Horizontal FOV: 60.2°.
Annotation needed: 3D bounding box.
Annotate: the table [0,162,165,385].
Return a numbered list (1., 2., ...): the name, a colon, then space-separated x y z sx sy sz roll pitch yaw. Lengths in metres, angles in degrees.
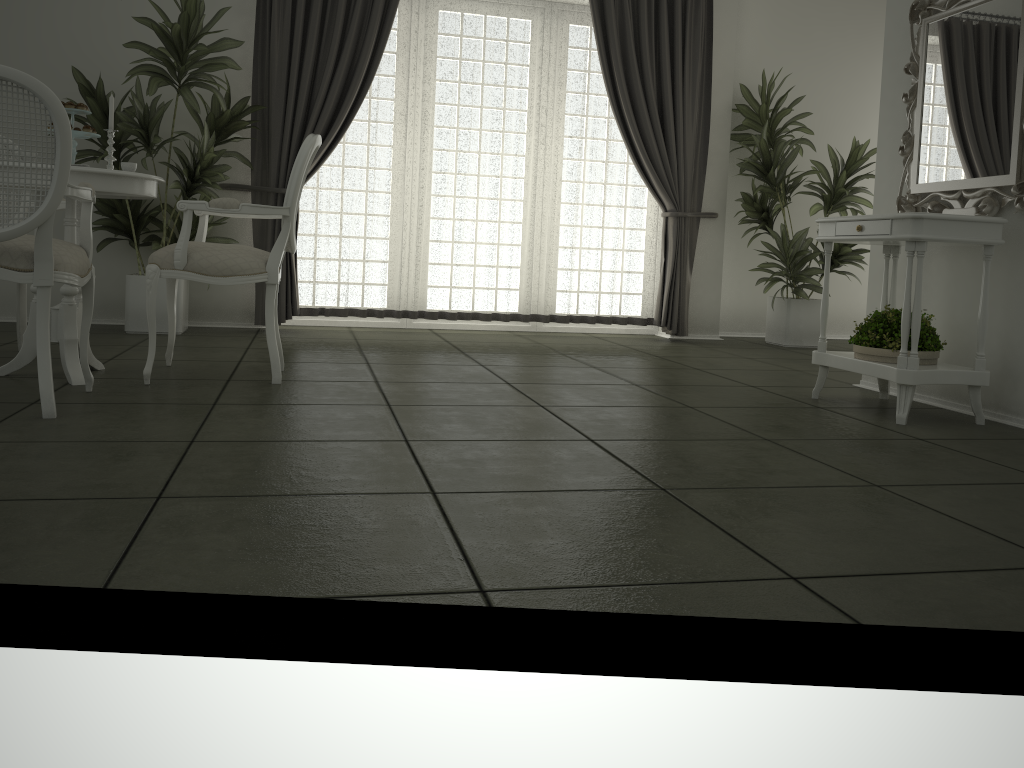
1. table: -1.813 -0.443 3.579 0.739 0.825 0.746 1 5 -16

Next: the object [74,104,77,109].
1. object: -1.784 -1.126 3.608 0.039 0.032 0.040 3 6 8

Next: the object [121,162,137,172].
1. object: -1.583 -0.891 3.663 0.062 0.049 0.078 5 7 19

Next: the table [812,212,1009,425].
1. table: 1.603 -0.289 3.678 0.432 0.801 0.704 2 5 -13

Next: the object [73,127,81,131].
1. object: -1.795 -1.043 3.644 0.039 0.032 0.039 6 7 27

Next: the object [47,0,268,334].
1. object: -2.194 -1.365 5.443 1.162 2.085 1.045 3 4 5

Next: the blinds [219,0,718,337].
1. blinds: -0.181 -1.656 6.332 3.657 2.590 0.664 1 3 -13

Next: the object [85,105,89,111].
1. object: -1.745 -1.123 3.596 0.039 0.032 0.039 7 7 32

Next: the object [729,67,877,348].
1. object: 2.193 -1.338 6.639 1.162 2.085 1.045 3 4 5

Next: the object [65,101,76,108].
1. object: -1.765 -1.114 3.528 0.039 0.032 0.040 3 6 8

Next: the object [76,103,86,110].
1. object: -1.735 -1.116 3.556 0.039 0.032 0.040 2 6 -7

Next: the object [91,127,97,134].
1. object: -1.725 -1.037 3.623 0.039 0.032 0.040 3 6 8

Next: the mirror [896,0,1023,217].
1. mirror: 1.925 -1.297 3.698 0.082 1.202 0.844 2 5 -13

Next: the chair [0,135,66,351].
1. chair: -2.352 -0.644 4.007 0.693 1.058 0.596 7 6 42

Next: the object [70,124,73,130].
1. object: -1.762 -1.021 3.501 0.040 0.032 0.039 8 8 42

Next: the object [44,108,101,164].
1. object: -1.781 -0.982 3.575 0.211 0.247 0.212 4 5 19

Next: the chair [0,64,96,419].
1. chair: -1.680 -0.446 2.849 0.594 1.058 0.695 1 5 -23

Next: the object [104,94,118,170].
1. object: -1.711 -1.064 3.768 0.088 0.363 0.088 0 4 -36

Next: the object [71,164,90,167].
1. object: -1.669 -0.826 3.357 0.118 0.015 0.120 -1 9 -23

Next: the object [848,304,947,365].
1. object: 1.609 -0.215 3.684 0.373 0.230 0.349 0 7 -18

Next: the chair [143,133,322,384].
1. chair: -1.187 -0.561 3.795 0.689 1.058 0.599 2 4 -13

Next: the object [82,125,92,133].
1. object: -1.708 -1.026 3.551 0.039 0.032 0.039 7 8 37

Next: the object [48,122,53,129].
1. object: -1.832 -1.027 3.522 0.040 0.032 0.039 7 8 37

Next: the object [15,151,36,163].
1. object: -1.805 -0.842 3.290 0.062 0.049 0.078 2 7 -3

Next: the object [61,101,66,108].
1. object: -1.804 -1.117 3.540 0.039 0.032 0.040 5 6 18
